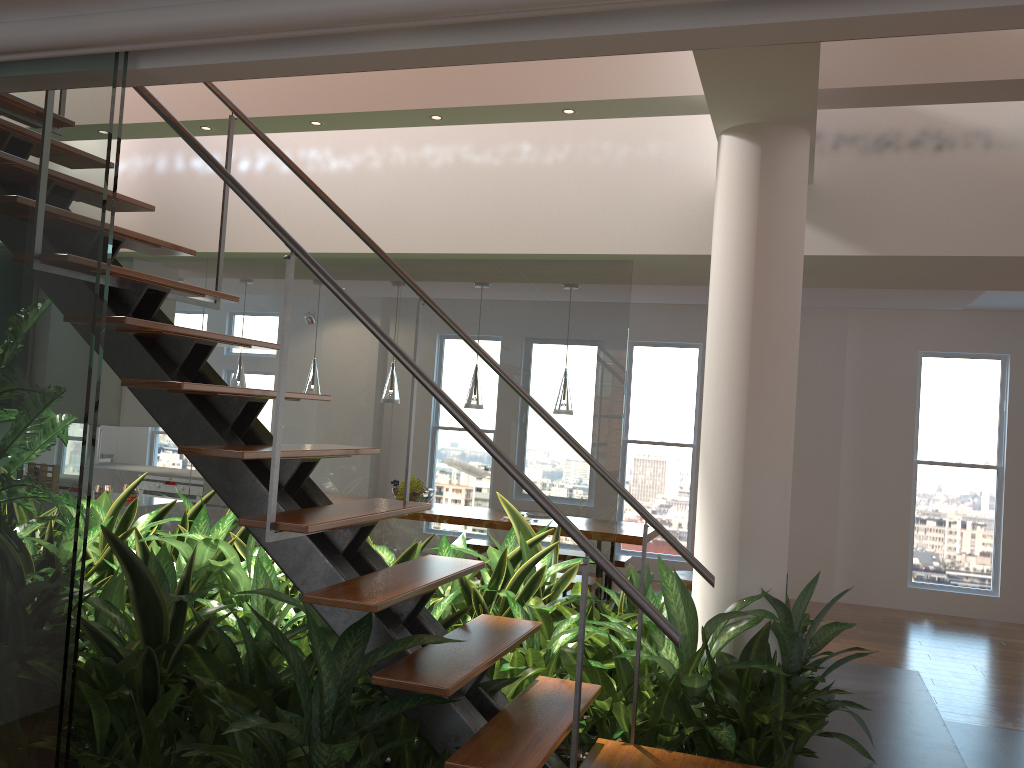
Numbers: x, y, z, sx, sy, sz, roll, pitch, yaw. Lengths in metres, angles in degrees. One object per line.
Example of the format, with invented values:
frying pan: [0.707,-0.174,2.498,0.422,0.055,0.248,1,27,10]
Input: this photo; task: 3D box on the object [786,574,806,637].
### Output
object: [1.328,1.091,4.367,0.318,0.565,0.134,5,-3,-36]

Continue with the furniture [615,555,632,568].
furniture: [0.269,1.603,7.539,1.433,0.389,0.316,3,-2,18]

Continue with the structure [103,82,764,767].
structure: [-1.127,-0.719,3.662,4.591,4.265,2.552,3,-2,18]

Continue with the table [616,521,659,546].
table: [-1.799,1.308,7.625,5.996,0.704,0.893,3,-2,18]

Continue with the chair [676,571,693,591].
chair: [1.364,1.628,6.578,0.460,0.400,0.460,3,-3,28]

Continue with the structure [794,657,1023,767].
structure: [-0.571,1.406,3.576,5.584,0.386,3.088,3,-2,18]
